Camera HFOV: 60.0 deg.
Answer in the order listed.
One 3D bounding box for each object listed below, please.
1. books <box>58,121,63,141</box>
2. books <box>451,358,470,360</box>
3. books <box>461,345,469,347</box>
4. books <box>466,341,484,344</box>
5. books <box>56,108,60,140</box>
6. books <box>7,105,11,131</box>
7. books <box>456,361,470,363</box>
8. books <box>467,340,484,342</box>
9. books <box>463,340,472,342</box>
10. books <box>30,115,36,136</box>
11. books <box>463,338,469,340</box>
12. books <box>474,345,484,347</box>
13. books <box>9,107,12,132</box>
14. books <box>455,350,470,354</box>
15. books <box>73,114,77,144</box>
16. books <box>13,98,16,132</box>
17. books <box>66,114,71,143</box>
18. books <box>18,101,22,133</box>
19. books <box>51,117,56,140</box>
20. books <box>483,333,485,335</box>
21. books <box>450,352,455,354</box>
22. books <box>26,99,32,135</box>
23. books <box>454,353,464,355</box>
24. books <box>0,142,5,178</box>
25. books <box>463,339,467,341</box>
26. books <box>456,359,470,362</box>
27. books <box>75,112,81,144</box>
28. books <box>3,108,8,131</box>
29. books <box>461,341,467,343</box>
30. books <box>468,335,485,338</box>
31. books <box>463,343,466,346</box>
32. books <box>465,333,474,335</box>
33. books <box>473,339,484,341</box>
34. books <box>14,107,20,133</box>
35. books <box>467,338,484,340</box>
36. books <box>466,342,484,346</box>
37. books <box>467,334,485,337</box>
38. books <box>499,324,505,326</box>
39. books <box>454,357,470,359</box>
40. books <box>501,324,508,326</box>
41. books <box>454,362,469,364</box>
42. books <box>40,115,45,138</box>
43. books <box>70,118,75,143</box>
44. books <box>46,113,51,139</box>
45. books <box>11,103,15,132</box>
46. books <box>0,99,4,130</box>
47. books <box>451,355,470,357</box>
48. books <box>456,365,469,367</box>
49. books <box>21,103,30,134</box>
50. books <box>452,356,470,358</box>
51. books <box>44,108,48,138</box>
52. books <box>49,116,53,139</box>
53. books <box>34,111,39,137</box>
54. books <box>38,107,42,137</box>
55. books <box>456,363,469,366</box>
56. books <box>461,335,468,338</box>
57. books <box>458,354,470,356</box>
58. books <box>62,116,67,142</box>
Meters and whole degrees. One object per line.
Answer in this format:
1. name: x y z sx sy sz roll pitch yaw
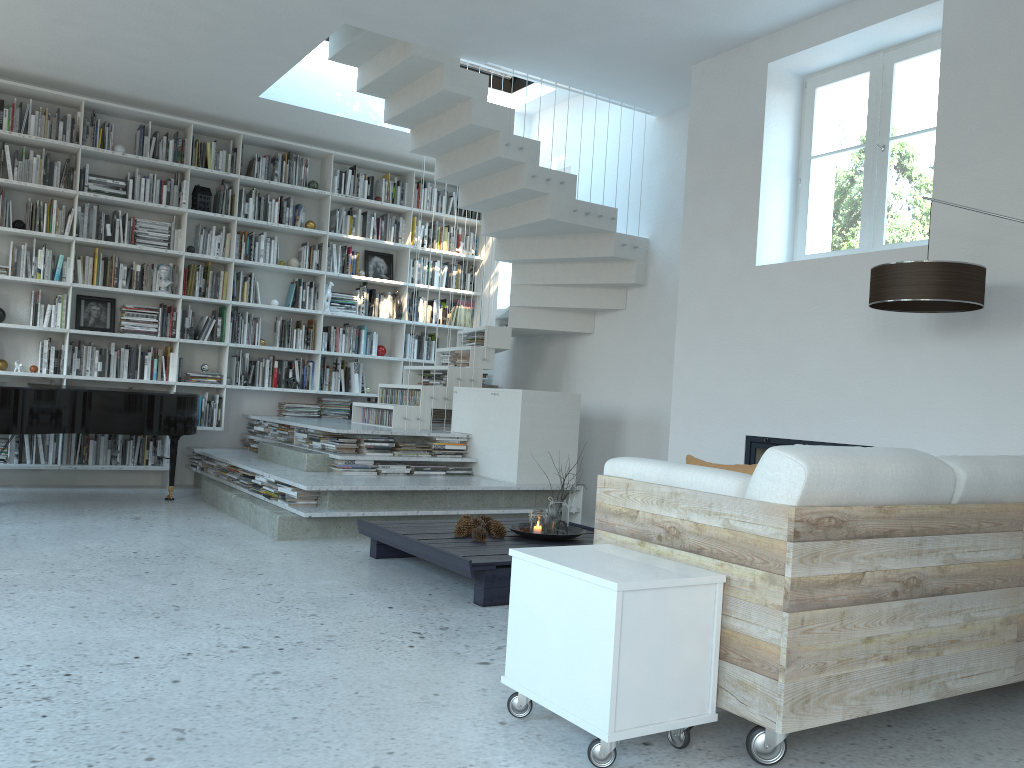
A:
1. books: -3.650 -2.008 7.151 0.031 0.185 0.176 4 -1 -33
2. books: -0.364 -0.202 7.502 0.295 0.006 0.146 4 -1 2
3. books: -0.344 -0.343 8.099 0.176 0.009 0.275 4 -1 -20
4. books: -0.277 -0.360 7.808 0.191 0.014 0.243 4 -1 -20
5. books: -3.668 -2.059 7.144 0.013 0.285 0.159 4 -1 -33
6. books: -3.957 -2.055 6.964 0.013 0.234 0.154 4 -1 -33
7. books: -0.365 -0.178 7.516 0.222 0.011 0.180 4 -1 -1
8. books: -0.269 -0.371 7.811 0.187 0.009 0.261 4 -1 -23
9. books: -0.342 -0.387 8.100 0.171 0.011 0.231 4 -1 -22
10. books: -3.818 -2.023 7.049 0.031 0.190 0.181 4 -1 -33
11. books: -0.339 -0.403 8.100 0.168 0.005 0.292 4 -1 -15
12. books: -0.251 -0.331 7.820 0.130 0.014 0.249 4 -1 -20
13. books: -3.943 -2.045 6.964 0.011 0.216 0.160 4 -1 -33
14. books: -0.360 -0.264 7.513 0.234 0.025 0.157 3 -1 5
15. books: -3.563 -2.042 7.211 0.014 0.267 0.171 4 -1 -33
16. books: -3.922 -2.085 6.980 0.010 0.299 0.151 4 -1 -33
17. books: -3.610 -2.042 7.197 0.030 0.261 0.151 4 -1 -33
18. books: -3.888 -2.071 6.999 0.013 0.276 0.164 4 -1 -33
19. books: -3.686 -2.018 7.113 0.026 0.200 0.187 4 -1 -33
20. books: -0.243 -0.430 7.821 0.134 0.007 0.298 4 -1 -24
21. books: -0.431 -0.263 7.758 0.166 0.017 0.190 4 -1 -30
22. books: -3.838 -2.087 7.044 0.014 0.315 0.166 4 -1 -33
23. books: -0.361 -0.249 7.505 0.254 0.005 0.161 4 -1 0
24. books: -4.005 -1.731 6.961 0.013 0.315 0.135 4 -1 -33
25. books: -0.339 -0.396 8.100 0.162 0.008 0.289 4 -1 -14
26. books: -0.364 -0.192 7.502 0.214 0.014 0.138 4 -1 -5
27. books: -3.543 -2.052 7.218 0.026 0.288 0.176 4 -1 -33
28. books: -3.978 -2.040 6.955 0.030 0.201 0.152 4 -1 -33
29. books: -0.343 -0.378 8.099 0.170 0.006 0.268 4 -1 -22
30. books: -0.262 -0.411 7.813 0.174 0.009 0.240 4 -1 -24
31. books: -0.342 -0.356 8.100 0.166 0.018 0.264 4 -1 -14
32. books: -0.332 -0.445 8.102 0.165 0.014 0.235 4 -1 -16
33. books: -0.258 -0.381 7.816 0.154 0.014 0.196 4 -1 -20
34. books: -3.914 -2.053 7.000 0.029 0.235 0.130 4 -1 -33
35. books: -0.267 -0.393 7.812 0.176 0.007 0.254 4 -1 -25
36. books: -0.277 -0.346 7.808 0.182 0.013 0.287 4 -1 -19
37. books: -0.269 -0.423 7.810 0.191 0.013 0.243 4 -1 -22
38. books: -0.003 -0.552 8.315 0.160 0.008 0.239 4 -1 -24
39. books: -0.363 -0.210 7.518 0.231 0.011 0.171 4 -1 4
40. books: -0.008 -0.539 8.313 0.150 0.017 0.288 4 -1 -18
41. books: -0.366 -0.169 7.529 0.254 0.007 0.189 4 -1 -5
42. books: -3.769 -2.030 7.102 0.029 0.213 0.141 4 -1 -33
43. books: -3.577 -2.023 7.194 0.026 0.225 0.172 4 -1 -33
44. books: -3.724 -2.035 7.106 0.021 0.228 0.161 4 -1 -33
45. books: -3.932 -2.062 6.972 0.013 0.251 0.183 4 -1 -33
46. books: -4.006 -2.075 6.947 0.028 0.268 0.151 4 -1 -33
47. books: -0.362 -0.227 7.502 0.295 0.007 0.146 4 -1 2
48. books: -0.367 -0.147 7.524 0.206 0.012 0.183 4 -1 -5
49. books: -3.859 -2.068 7.014 0.052 0.273 0.172 4 -1 -33
50. books: -0.363 -0.220 7.502 0.295 0.007 0.146 4 -1 -2
51. books: -3.734 -2.055 7.091 0.014 0.266 0.192 4 -1 -33
52. books: -3.704 -2.023 7.105 0.013 0.207 0.178 4 -1 -33
53. books: -3.798 -2.044 7.072 0.026 0.236 0.134 4 -1 -33
54. books: -3.780 -2.059 7.083 0.014 0.269 0.156 4 -1 -33
55. books: -0.367 -0.160 7.518 0.215 0.013 0.189 4 -1 0
56. books: -0.342 -0.431 8.099 0.190 0.015 0.230 4 -1 -19
57. books: -0.362 -0.238 7.520 0.184 0.016 0.179 4 -1 -4
58. books: -3.630 -2.032 7.175 0.026 0.237 0.149 4 -1 -33
